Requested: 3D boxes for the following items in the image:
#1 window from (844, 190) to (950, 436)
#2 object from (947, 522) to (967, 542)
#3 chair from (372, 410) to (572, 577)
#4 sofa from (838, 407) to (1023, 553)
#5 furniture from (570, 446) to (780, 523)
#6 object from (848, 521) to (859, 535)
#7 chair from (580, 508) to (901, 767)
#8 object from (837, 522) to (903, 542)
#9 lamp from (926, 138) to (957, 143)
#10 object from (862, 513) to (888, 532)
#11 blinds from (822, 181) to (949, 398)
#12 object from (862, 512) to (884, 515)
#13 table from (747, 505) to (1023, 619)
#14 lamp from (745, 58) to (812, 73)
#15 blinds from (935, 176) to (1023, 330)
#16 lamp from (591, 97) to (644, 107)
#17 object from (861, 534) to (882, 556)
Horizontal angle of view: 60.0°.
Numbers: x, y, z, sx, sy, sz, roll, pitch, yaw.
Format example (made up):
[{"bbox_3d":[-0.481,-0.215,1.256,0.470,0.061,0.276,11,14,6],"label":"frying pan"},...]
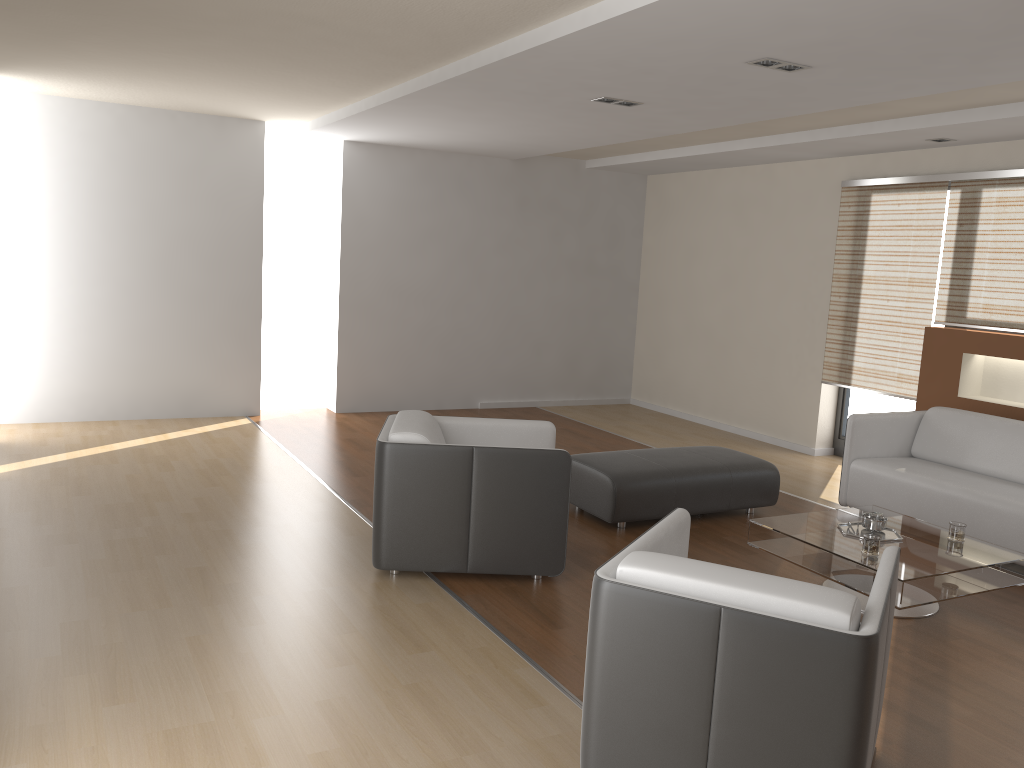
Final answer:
[{"bbox_3d":[3.124,-0.506,7.140,0.010,2.093,0.889,-1,9,-28],"label":"window"},{"bbox_3d":[2.150,0.713,4.284,0.079,0.077,0.079,-3,10,-39],"label":"object"},{"bbox_3d":[-0.208,0.515,4.495,0.919,0.661,0.767,3,8,-3],"label":"chair"},{"bbox_3d":[3.060,0.630,4.977,0.919,0.661,2.238,-1,9,-28],"label":"sofa"},{"bbox_3d":[0.991,0.601,5.626,1.291,0.301,0.685,-1,9,-28],"label":"furniture"},{"bbox_3d":[1.673,0.700,4.324,0.051,0.035,0.147,5,8,13],"label":"object"},{"bbox_3d":[0.732,0.834,2.741,0.767,0.706,0.919,7,9,26],"label":"chair"},{"bbox_3d":[1.739,0.719,4.315,0.315,0.011,0.273,0,8,-21],"label":"object"},{"bbox_3d":[2.990,-1.738,6.172,0.146,0.087,0.146,-1,9,-28],"label":"lamp"},{"bbox_3d":[1.781,0.679,4.358,0.118,0.079,0.117,0,8,-21],"label":"object"},{"bbox_3d":[2.898,-0.753,6.976,0.001,1.635,0.980,-1,9,-28],"label":"blinds"},{"bbox_3d":[1.876,0.678,4.599,0.064,0.029,0.158,10,11,42],"label":"object"},{"bbox_3d":[1.789,0.884,4.281,0.900,0.300,0.900,-1,9,-28],"label":"table"},{"bbox_3d":[1.278,-1.564,4.233,0.291,0.087,0.146,-1,9,-28],"label":"lamp"},{"bbox_3d":[3.489,-0.865,5.866,0.001,1.044,1.432,-1,9,-28],"label":"blinds"},{"bbox_3d":[0.645,-1.762,5.409,0.291,0.087,0.146,-1,9,-28],"label":"lamp"},{"bbox_3d":[1.617,0.724,3.992,0.079,0.077,0.079,-3,10,-39],"label":"object"}]
